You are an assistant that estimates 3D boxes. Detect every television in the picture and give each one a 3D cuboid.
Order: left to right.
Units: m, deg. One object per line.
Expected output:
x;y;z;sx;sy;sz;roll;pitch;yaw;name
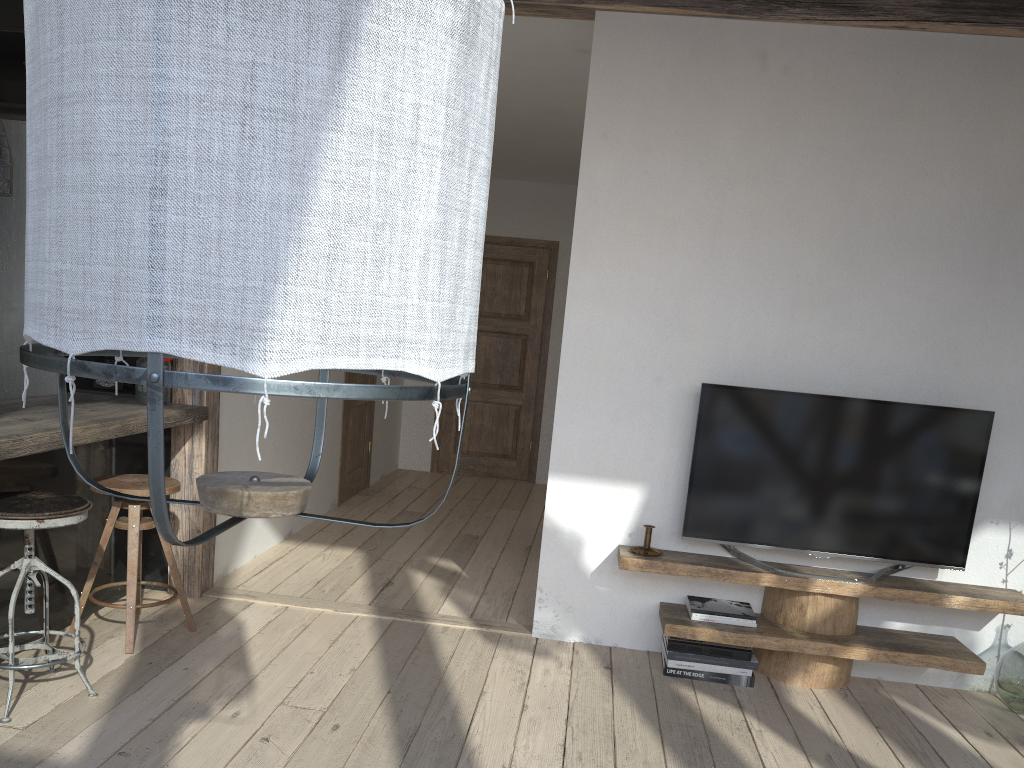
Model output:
1.253;0.401;3.456;1.101;0.720;0.203;6;10;5;television

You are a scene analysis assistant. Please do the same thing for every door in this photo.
-1.058;-0.213;6.235;0.082;2.110;0.826;6;9;5;door
-0.165;-0.205;7.584;0.940;2.110;0.080;6;10;5;door

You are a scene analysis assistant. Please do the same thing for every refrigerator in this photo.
-2.360;-0.163;4.144;0.942;1.958;0.836;6;9;5;refrigerator

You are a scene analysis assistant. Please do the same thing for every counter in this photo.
-2.630;0.500;2.058;2.238;0.867;3.760;6;4;5;counter

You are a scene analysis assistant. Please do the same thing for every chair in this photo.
-1.508;0.673;2.749;0.349;0.648;0.352;12;11;38;chair
-1.438;0.664;3.355;0.338;0.607;0.337;9;9;25;chair

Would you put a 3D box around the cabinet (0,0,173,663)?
-2.602;-0.345;2.115;2.090;2.550;4.155;6;5;5;cabinet

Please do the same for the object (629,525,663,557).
0.550;0.631;3.566;0.140;0.114;0.137;4;6;-12;object

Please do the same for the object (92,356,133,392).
-1.764;-0.057;3.890;0.134;0.168;0.132;5;8;-5;object

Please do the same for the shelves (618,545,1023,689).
1.205;0.983;3.515;1.600;0.460;0.325;6;8;5;shelves

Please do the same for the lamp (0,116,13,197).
-1.381;-1.186;2.412;0.225;1.313;0.106;6;10;7;lamp

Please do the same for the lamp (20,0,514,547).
-0.168;-0.817;0.697;0.398;1.931;0.401;-4;13;-43;lamp

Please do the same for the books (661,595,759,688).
0.801;1.033;3.565;0.359;0.269;0.286;6;7;5;books

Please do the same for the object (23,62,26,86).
-1.999;-1.235;3.639;0.059;0.171;0.058;4;10;-10;object

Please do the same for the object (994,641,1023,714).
2.204;0.743;3.389;0.516;1.141;0.269;4;10;-8;object

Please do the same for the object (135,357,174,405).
-1.479;-0.127;3.614;0.308;0.423;0.250;11;10;38;object
